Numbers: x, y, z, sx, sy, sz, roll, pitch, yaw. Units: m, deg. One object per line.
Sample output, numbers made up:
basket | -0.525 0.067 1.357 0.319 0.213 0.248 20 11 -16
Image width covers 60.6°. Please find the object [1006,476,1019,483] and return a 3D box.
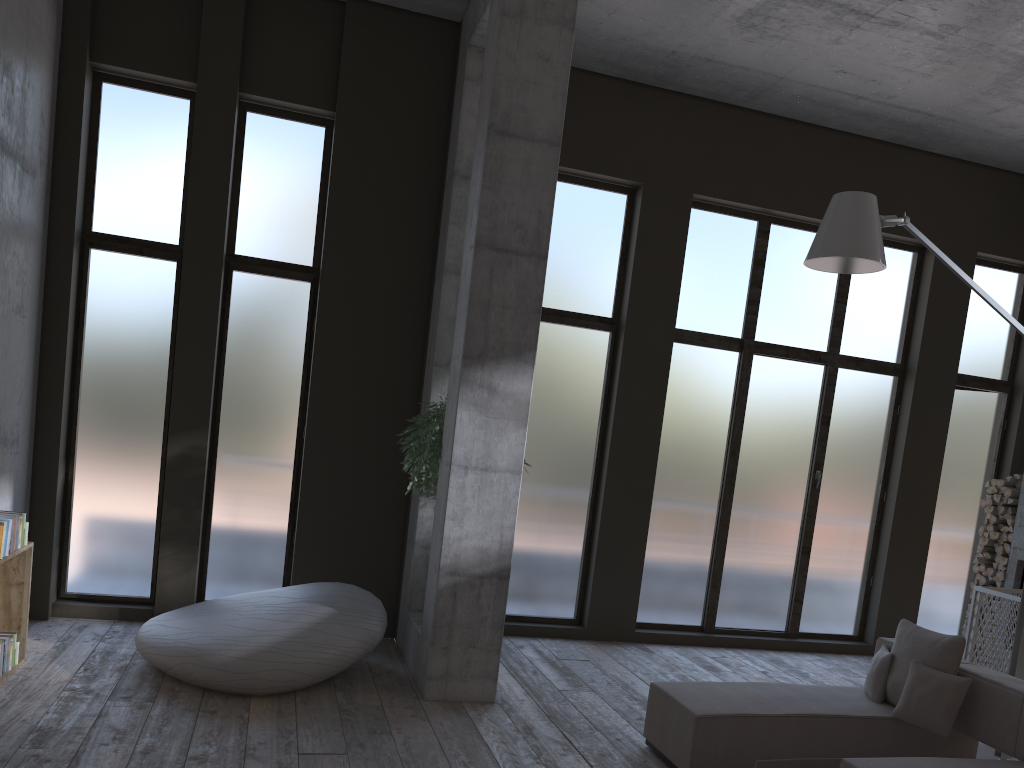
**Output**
object | 5.315 1.014 9.140 0.360 0.074 0.064 8 1 -17

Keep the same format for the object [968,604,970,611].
object | 5.091 2.416 9.421 0.424 0.068 0.066 8 1 -16

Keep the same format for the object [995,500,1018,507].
object | 5.281 1.272 9.186 0.437 0.080 0.114 8 -1 -16

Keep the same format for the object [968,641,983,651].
object | 5.037 2.810 9.386 0.295 0.108 0.097 7 1 -14

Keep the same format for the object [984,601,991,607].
object | 5.158 2.332 9.283 0.437 0.080 0.114 8 -1 -16

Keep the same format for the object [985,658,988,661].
object | 5.157 2.885 9.187 0.424 0.073 0.070 8 1 -16

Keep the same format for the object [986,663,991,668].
object | 5.162 2.975 9.172 0.439 0.093 0.091 8 1 -16

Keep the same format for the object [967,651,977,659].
object | 5.091 2.919 9.437 0.439 0.094 0.091 8 1 -16

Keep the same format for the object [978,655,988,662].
object | 5.152 2.914 9.269 0.437 0.080 0.114 8 -1 -16

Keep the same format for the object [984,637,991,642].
object | 5.171 2.700 9.231 0.425 0.072 0.066 8 1 -16

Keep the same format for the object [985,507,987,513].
object | 5.214 1.356 9.325 0.424 0.068 0.066 8 1 -16

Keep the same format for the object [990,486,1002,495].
object | 5.243 1.138 9.237 0.437 0.080 0.112 8 -1 -16

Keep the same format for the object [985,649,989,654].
object | 5.149 2.830 9.210 0.427 0.086 0.066 8 2 -18

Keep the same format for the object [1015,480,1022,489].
object | 5.381 1.059 9.098 0.295 0.109 0.098 7 1 -14

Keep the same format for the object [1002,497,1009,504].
object | 5.289 1.229 9.117 0.424 0.067 0.067 8 1 -16

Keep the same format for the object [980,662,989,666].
object | 5.143 2.985 9.257 0.457 0.090 0.090 8 1 -16

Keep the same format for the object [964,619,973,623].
object | 5.087 2.577 9.486 0.365 0.068 0.121 8 -1 -16

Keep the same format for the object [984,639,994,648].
object | 5.074 2.703 9.126 0.294 0.104 0.100 7 1 -16

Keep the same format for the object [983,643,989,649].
object | 5.136 2.763 9.234 0.365 0.068 0.121 7 -1 -14

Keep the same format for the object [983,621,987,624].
object | 5.187 2.551 9.304 0.364 0.087 0.100 7 0 -14

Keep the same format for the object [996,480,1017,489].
object | 5.221 1.064 9.173 0.293 0.104 0.103 7 1 -16

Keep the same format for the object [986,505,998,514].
object | 5.232 1.344 9.250 0.481 0.084 0.092 8 0 -16

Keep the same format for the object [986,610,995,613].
object | 5.156 2.426 9.292 0.360 0.075 0.064 7 2 -14

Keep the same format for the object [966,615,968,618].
object | 5.119 2.513 9.496 0.424 0.072 0.066 7 1 -14

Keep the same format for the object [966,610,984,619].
object | 5.108 2.489 9.429 0.456 0.090 0.090 7 1 -13

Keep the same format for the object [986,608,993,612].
object | 5.151 2.382 9.223 0.333 0.057 0.088 7 -1 -14

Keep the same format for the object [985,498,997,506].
object | 5.227 1.266 9.273 0.457 0.090 0.090 8 1 -16

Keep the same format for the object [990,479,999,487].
object | 5.279 1.071 9.283 0.457 0.091 0.090 8 1 -17

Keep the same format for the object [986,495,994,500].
object | 5.237 1.227 9.334 0.427 0.087 0.065 8 2 -18

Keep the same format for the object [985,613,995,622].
object | 5.114 2.453 9.217 0.295 0.108 0.097 7 1 -16

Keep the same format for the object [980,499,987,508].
object | 5.206 1.293 9.361 0.439 0.093 0.090 8 1 -16

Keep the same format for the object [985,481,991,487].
object | 5.233 1.084 9.337 0.424 0.070 0.067 8 1 -16

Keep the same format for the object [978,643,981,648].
object | 5.112 2.779 9.334 0.361 0.075 0.064 8 1 -17

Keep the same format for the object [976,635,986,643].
object | 5.124 2.708 9.291 0.457 0.090 0.090 8 1 -17

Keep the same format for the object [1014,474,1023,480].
object | 5.360 0.978 9.084 0.333 0.056 0.087 8 -1 -16

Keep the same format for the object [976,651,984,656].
object | 5.138 2.905 9.368 0.364 0.087 0.100 8 0 -16

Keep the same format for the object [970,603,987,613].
object | 5.109 2.403 9.347 0.481 0.084 0.092 8 0 -16

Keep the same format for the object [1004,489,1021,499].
object | 5.302 1.148 9.070 0.439 0.094 0.092 8 1 -16

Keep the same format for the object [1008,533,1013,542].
object | 5.322 1.602 9.044 0.439 0.093 0.091 8 1 -16

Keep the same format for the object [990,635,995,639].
object | 5.084 2.628 9.112 0.251 0.048 0.062 8 0 -16

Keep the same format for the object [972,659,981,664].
object | 5.104 2.985 9.333 0.481 0.084 0.092 8 0 -16

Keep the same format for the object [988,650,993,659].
object | 5.136 2.816 9.133 0.365 0.127 0.063 7 3 -14

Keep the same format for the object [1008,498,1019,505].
object | 5.310 1.227 9.040 0.424 0.068 0.065 8 1 -16

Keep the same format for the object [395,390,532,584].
object | -0.475 0.915 6.674 0.987 1.881 0.971 10 5 41
